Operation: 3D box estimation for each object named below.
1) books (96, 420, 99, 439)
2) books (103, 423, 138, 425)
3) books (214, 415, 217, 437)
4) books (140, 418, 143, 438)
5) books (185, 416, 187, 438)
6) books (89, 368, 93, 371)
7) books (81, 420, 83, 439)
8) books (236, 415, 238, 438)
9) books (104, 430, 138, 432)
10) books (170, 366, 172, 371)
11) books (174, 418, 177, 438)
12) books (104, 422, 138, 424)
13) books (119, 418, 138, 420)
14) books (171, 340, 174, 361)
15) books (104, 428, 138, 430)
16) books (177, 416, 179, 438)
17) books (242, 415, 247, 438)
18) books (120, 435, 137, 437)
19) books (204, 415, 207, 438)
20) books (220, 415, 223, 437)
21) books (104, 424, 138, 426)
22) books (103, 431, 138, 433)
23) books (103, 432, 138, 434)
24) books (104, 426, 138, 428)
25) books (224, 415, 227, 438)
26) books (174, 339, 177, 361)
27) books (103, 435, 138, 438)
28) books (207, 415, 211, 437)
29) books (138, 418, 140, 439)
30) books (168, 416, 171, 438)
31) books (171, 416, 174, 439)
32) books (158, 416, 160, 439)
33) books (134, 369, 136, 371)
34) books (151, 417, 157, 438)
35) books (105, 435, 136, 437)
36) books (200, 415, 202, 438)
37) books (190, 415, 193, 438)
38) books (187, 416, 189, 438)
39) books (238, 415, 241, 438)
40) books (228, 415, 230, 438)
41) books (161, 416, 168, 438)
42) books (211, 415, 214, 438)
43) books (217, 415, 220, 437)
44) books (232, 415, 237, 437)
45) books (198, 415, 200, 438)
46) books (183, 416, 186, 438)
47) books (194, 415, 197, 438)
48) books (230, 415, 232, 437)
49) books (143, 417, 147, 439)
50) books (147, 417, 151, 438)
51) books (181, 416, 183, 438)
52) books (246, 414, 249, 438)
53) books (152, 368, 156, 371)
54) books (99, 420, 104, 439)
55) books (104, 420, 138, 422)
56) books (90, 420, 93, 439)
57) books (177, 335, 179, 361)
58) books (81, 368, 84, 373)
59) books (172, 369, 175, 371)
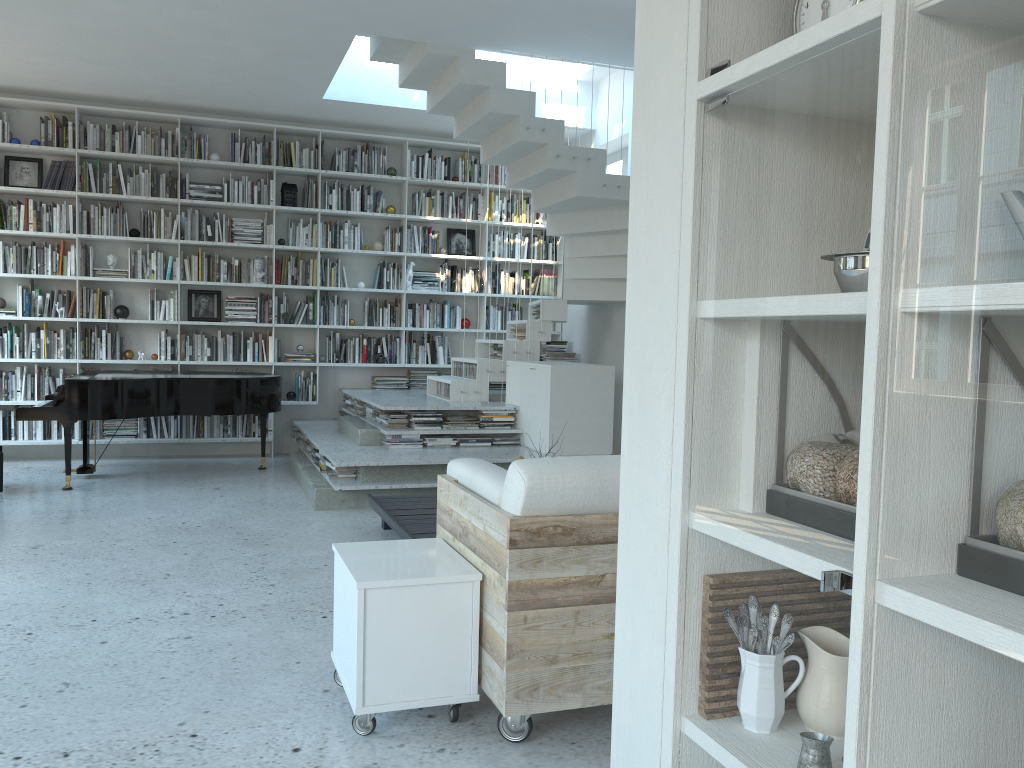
[{"bbox_3d":[-3.792,0.383,8.134,0.027,0.227,0.139,0,4,-19],"label":"books"},{"bbox_3d":[-3.614,0.363,8.195,0.285,0.005,0.159,0,3,-20],"label":"books"},{"bbox_3d":[-2.836,0.386,8.471,0.030,0.235,0.138,0,4,-19],"label":"books"},{"bbox_3d":[-3.445,0.366,8.254,0.031,0.266,0.144,0,4,-19],"label":"books"},{"bbox_3d":[-3.071,0.352,8.365,0.014,0.301,0.184,0,4,-19],"label":"books"},{"bbox_3d":[-3.840,0.003,8.087,0.013,0.288,0.160,0,4,-19],"label":"books"},{"bbox_3d":[-3.916,0.353,8.090,0.012,0.285,0.159,0,4,-19],"label":"books"},{"bbox_3d":[-2.639,0.403,8.514,0.010,0.206,0.179,0,4,-19],"label":"books"},{"bbox_3d":[-3.610,0.426,8.193,0.285,0.007,0.159,0,3,-23],"label":"books"},{"bbox_3d":[-3.191,-0.008,8.303,0.013,0.320,0.173,0,4,-19],"label":"books"},{"bbox_3d":[-3.167,0.411,8.345,0.024,0.180,0.171,0,4,-19],"label":"books"},{"bbox_3d":[-3.611,0.353,8.187,0.285,0.005,0.159,0,3,-23],"label":"books"},{"bbox_3d":[-3.611,0.320,8.195,0.285,0.005,0.159,0,3,-19],"label":"books"},{"bbox_3d":[-3.179,-0.319,8.307,0.031,0.195,0.142,0,4,-19],"label":"books"},{"bbox_3d":[-3.609,0.412,8.190,0.285,0.007,0.159,0,3,-24],"label":"books"},{"bbox_3d":[-3.152,0.381,8.369,0.021,0.238,0.115,0,4,-19],"label":"books"},{"bbox_3d":[-2.574,0.381,8.531,0.044,0.251,0.186,0,4,-19],"label":"books"},{"bbox_3d":[-3.613,0.481,8.197,0.254,0.007,0.160,1,3,-15],"label":"books"},{"bbox_3d":[-2.909,0.400,8.423,0.028,0.206,0.174,0,4,-19],"label":"books"},{"bbox_3d":[-2.783,0.402,8.488,0.024,0.203,0.144,0,4,-19],"label":"books"},{"bbox_3d":[-3.613,0.379,8.194,0.285,0.005,0.159,0,3,-21],"label":"books"},{"bbox_3d":[-3.612,0.439,8.199,0.285,0.007,0.159,0,3,-17],"label":"books"},{"bbox_3d":[-3.610,0.454,8.193,0.285,0.007,0.159,1,3,-14],"label":"books"},{"bbox_3d":[-3.613,0.391,8.200,0.285,0.007,0.159,0,3,-19],"label":"books"},{"bbox_3d":[-2.746,0.398,8.492,0.022,0.213,0.167,0,4,-19],"label":"books"},{"bbox_3d":[-3.149,-0.321,8.303,0.024,0.201,0.158,0,4,-19],"label":"books"},{"bbox_3d":[-3.617,0.487,8.206,0.285,0.007,0.159,0,3,-19],"label":"books"},{"bbox_3d":[-2.892,0.404,8.462,0.030,0.197,0.143,0,4,-19],"label":"books"},{"bbox_3d":[-3.460,0.373,8.233,0.012,0.254,0.160,0,4,-19],"label":"books"},{"bbox_3d":[-3.217,0.371,8.340,0.025,0.259,0.132,0,4,-19],"label":"books"},{"bbox_3d":[-3.183,0.372,8.319,0.024,0.260,0.189,0,4,-19],"label":"books"},{"bbox_3d":[-3.295,0.364,8.284,0.012,0.275,0.180,0,4,-19],"label":"books"},{"bbox_3d":[-3.490,0.007,8.212,0.012,0.285,0.159,0,4,-19],"label":"books"},{"bbox_3d":[-3.344,0.374,8.278,0.062,0.253,0.177,0,4,-19],"label":"books"},{"bbox_3d":[-3.616,0.473,8.204,0.254,0.007,0.160,0,3,-19],"label":"books"},{"bbox_3d":[-2.956,0.383,8.426,0.012,0.239,0.128,0,4,-19],"label":"books"},{"bbox_3d":[-3.038,0.370,8.399,0.025,0.264,0.144,0,4,-19],"label":"books"},{"bbox_3d":[-3.063,0.332,8.385,0.014,0.340,0.139,0,4,-19],"label":"books"},{"bbox_3d":[-2.622,0.401,8.525,0.029,0.210,0.170,0,4,-19],"label":"books"},{"bbox_3d":[-2.712,0.361,8.493,0.014,0.288,0.184,0,4,-19],"label":"books"},{"bbox_3d":[-3.258,0.363,8.310,0.073,0.276,0.181,0,4,-19],"label":"books"},{"bbox_3d":[-2.860,0.356,8.457,0.026,0.294,0.155,0,4,-19],"label":"books"},{"bbox_3d":[-2.808,0.373,8.479,0.028,0.261,0.132,0,4,-19],"label":"books"},{"bbox_3d":[-2.673,0.397,8.535,0.040,0.212,0.129,0,4,-19],"label":"books"},{"bbox_3d":[-2.973,0.378,8.424,0.022,0.247,0.143,0,4,-19],"label":"books"},{"bbox_3d":[-3.091,0.374,8.360,0.026,0.256,0.183,0,4,-19],"label":"books"},{"bbox_3d":[-2.996,0.347,8.402,0.034,0.311,0.169,0,4,-19],"label":"books"},{"bbox_3d":[-2.700,0.373,8.515,0.024,0.262,0.131,0,4,-19],"label":"books"},{"bbox_3d":[-3.413,0.399,8.255,0.029,0.202,0.178,0,4,-19],"label":"books"},{"bbox_3d":[-3.389,0.380,8.274,0.028,0.238,0.136,0,4,-19],"label":"books"},{"bbox_3d":[-3.116,0.382,8.377,0.010,0.238,0.134,0,4,-19],"label":"books"},{"bbox_3d":[-2.547,0.348,8.542,0.013,0.317,0.186,0,4,-19],"label":"books"},{"bbox_3d":[-3.340,0.002,8.275,0.025,0.294,0.134,0,4,-19],"label":"books"},{"bbox_3d":[-3.767,0.356,8.141,0.027,0.282,0.129,0,4,-19],"label":"books"},{"bbox_3d":[-3.609,0.342,8.190,0.285,0.005,0.159,0,3,-22],"label":"books"},{"bbox_3d":[-3.850,0.404,8.108,0.053,0.184,0.148,0,4,-19],"label":"books"},{"bbox_3d":[-3.137,-0.343,8.333,0.019,0.242,0.107,0,4,-19],"label":"books"},{"bbox_3d":[-3.907,0.004,8.067,0.012,0.285,0.159,0,4,-19],"label":"books"},{"bbox_3d":[-3.178,0.006,8.319,0.021,0.290,0.160,0,4,-19],"label":"books"}]
